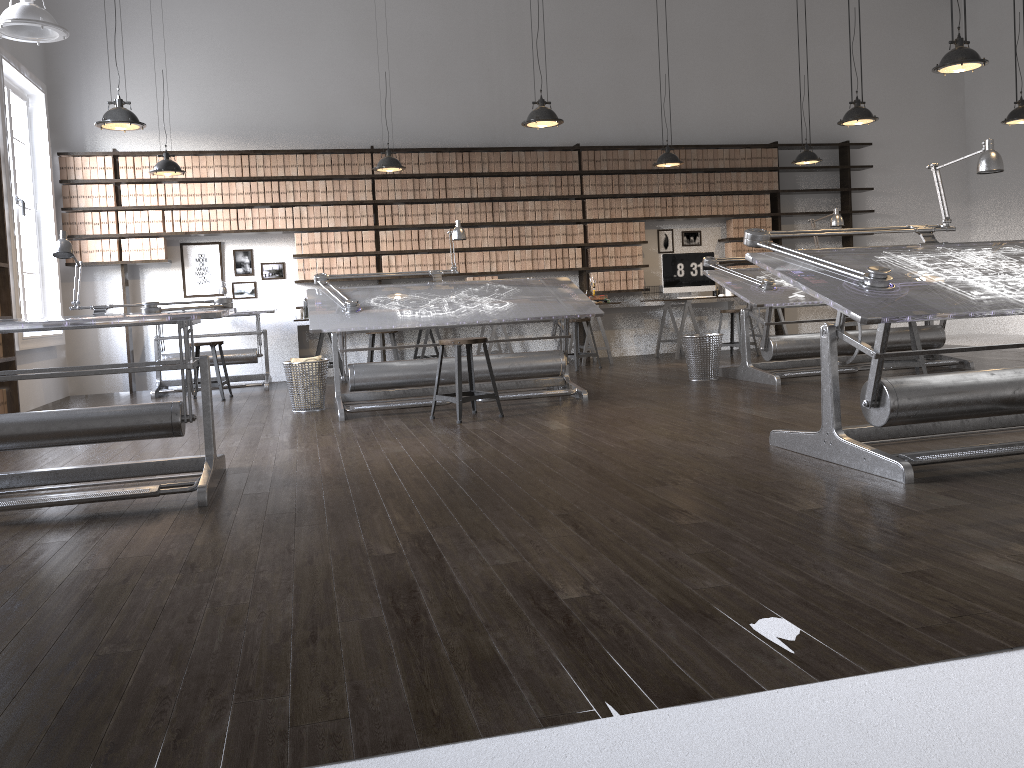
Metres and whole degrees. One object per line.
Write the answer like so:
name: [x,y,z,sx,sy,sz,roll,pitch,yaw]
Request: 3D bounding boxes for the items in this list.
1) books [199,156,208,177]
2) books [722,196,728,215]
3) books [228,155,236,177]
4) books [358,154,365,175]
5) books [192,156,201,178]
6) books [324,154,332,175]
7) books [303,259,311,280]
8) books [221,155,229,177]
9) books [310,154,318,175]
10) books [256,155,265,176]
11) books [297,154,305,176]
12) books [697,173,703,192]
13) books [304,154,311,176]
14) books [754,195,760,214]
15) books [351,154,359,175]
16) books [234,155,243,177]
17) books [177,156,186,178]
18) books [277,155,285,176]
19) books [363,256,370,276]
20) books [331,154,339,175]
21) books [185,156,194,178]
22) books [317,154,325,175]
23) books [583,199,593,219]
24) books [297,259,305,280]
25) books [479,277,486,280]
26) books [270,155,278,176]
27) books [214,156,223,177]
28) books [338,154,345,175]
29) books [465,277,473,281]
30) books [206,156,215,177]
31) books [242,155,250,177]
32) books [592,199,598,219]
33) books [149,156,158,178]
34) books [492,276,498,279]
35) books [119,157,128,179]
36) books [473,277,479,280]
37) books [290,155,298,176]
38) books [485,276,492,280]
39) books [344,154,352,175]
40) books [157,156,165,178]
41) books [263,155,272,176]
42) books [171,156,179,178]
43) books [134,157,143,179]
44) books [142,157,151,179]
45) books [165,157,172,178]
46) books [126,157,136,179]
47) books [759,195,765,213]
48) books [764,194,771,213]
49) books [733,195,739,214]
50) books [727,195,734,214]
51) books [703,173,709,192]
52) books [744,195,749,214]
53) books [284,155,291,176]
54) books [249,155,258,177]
books: [-3.188,-2.236,9.174,0.067,0.225,0.175,-4,4,-13]
books: [2.495,-2.116,10.530,0.067,0.225,0.175,-4,4,-13]
books: [-2.917,-2.256,9.235,0.067,0.225,0.175,-4,4,-13]
books: [-1.626,-2.352,9.538,0.067,0.225,0.175,-4,4,-13]
books: [-3.255,-2.231,9.156,0.067,0.225,0.175,-4,4,-13]
books: [-1.965,-2.327,9.455,0.067,0.225,0.175,-4,4,-13]
books: [-2.183,-1.219,9.443,0.067,0.225,0.175,-4,4,-13]
books: [-2.978,-2.251,9.216,0.067,0.225,0.175,-4,4,-13]
books: [-2.105,-2.317,9.429,0.067,0.225,0.175,-4,4,-13]
books: [-2.639,-2.277,9.298,0.067,0.225,0.175,-4,4,-13]
books: [-2.239,-2.306,9.391,0.067,0.225,0.175,-4,4,-13]
books: [2.186,-2.361,10.448,0.067,0.225,0.175,-4,4,-13]
books: [-2.172,-2.312,9.411,0.067,0.225,0.175,-4,4,-13]
books: [2.893,-2.145,10.623,0.067,0.225,0.175,-4,4,-13]
books: [-1.695,-2.348,9.526,0.067,0.225,0.175,-4,4,-13]
books: [-2.854,-2.261,9.252,0.067,0.225,0.175,-4,4,-13]
books: [-3.394,-2.220,9.121,0.067,0.225,0.175,-4,4,-13]
books: [-2.436,-2.292,9.344,0.067,0.225,0.175,-4,4,-13]
books: [-1.583,-1.264,9.586,0.067,0.225,0.175,-4,4,-13]
books: [-1.895,-2.332,9.471,0.067,0.225,0.175,-4,4,-13]
books: [-3.323,-2.225,9.136,0.067,0.225,0.175,-4,4,-13]
books: [-2.036,-2.322,9.441,0.067,0.225,0.175,-4,4,-13]
books: [0.864,-1.993,10.143,0.067,0.225,0.175,-4,4,-13]
books: [-2.247,-1.213,9.423,0.067,0.225,0.175,-4,4,-13]
books: [-0.340,-1.083,9.887,0.067,0.225,0.175,-4,4,-13]
books: [-2.503,-2.287,9.334,0.067,0.225,0.175,-4,4,-13]
books: [-3.048,-2.246,9.199,0.067,0.225,0.175,-4,4,-13]
books: [-1.834,-2.337,9.490,0.067,0.225,0.175,-4,4,-13]
books: [-0.473,-1.072,9.850,0.067,0.225,0.175,-4,4,-13]
books: [-3.119,-2.241,9.186,0.067,0.225,0.175,-4,4,-13]
books: [-2.781,-2.266,9.264,0.067,0.225,0.175,-4,4,-13]
books: [0.926,-1.997,10.153,0.067,0.225,0.175,-4,4,-13]
books: [-3.655,-2.201,9.063,0.067,0.225,0.175,-4,4,-13]
books: [-0.202,-1.093,9.920,0.067,0.225,0.175,-4,4,-13]
books: [-3.937,-2.180,8.997,0.067,0.225,0.175,-4,4,-13]
books: [-0.409,-1.078,9.871,0.067,0.225,0.175,-4,4,-13]
books: [-2.310,-2.301,9.377,0.067,0.225,0.175,-4,4,-13]
books: [-0.270,-1.088,9.899,0.067,0.225,0.175,-4,4,-13]
books: [-1.762,-2.343,9.508,0.067,0.225,0.175,-4,4,-13]
books: [-3.586,-2.206,9.079,0.067,0.225,0.175,-4,4,-13]
books: [-2.571,-2.282,9.318,0.067,0.225,0.175,-4,4,-13]
books: [-3.455,-2.216,9.109,0.067,0.225,0.175,-4,4,-13]
books: [-3.793,-2.191,9.031,0.067,0.225,0.175,-4,4,-13]
books: [-3.722,-2.195,9.043,0.067,0.225,0.175,-4,4,-13]
books: [-3.519,-2.210,9.089,0.067,0.225,0.175,-4,4,-13]
books: [-3.864,-2.185,9.008,0.067,0.225,0.175,-4,4,-13]
books: [2.962,-2.150,10.639,0.067,0.225,0.175,-4,4,-13]
books: [3.032,-2.155,10.651,0.067,0.225,0.175,-4,4,-13]
books: [2.632,-2.125,10.556,0.067,0.225,0.175,-4,4,-13]
books: [2.563,-2.121,10.544,0.067,0.225,0.175,-4,4,-13]
books: [2.260,-2.366,10.460,0.067,0.225,0.175,-4,4,-13]
books: [2.763,-2.135,10.591,0.067,0.225,0.175,-4,4,-13]
books: [-2.372,-2.297,9.364,0.067,0.225,0.175,-4,4,-13]
books: [-2.709,-2.272,9.286,0.067,0.225,0.175,-4,4,-13]
